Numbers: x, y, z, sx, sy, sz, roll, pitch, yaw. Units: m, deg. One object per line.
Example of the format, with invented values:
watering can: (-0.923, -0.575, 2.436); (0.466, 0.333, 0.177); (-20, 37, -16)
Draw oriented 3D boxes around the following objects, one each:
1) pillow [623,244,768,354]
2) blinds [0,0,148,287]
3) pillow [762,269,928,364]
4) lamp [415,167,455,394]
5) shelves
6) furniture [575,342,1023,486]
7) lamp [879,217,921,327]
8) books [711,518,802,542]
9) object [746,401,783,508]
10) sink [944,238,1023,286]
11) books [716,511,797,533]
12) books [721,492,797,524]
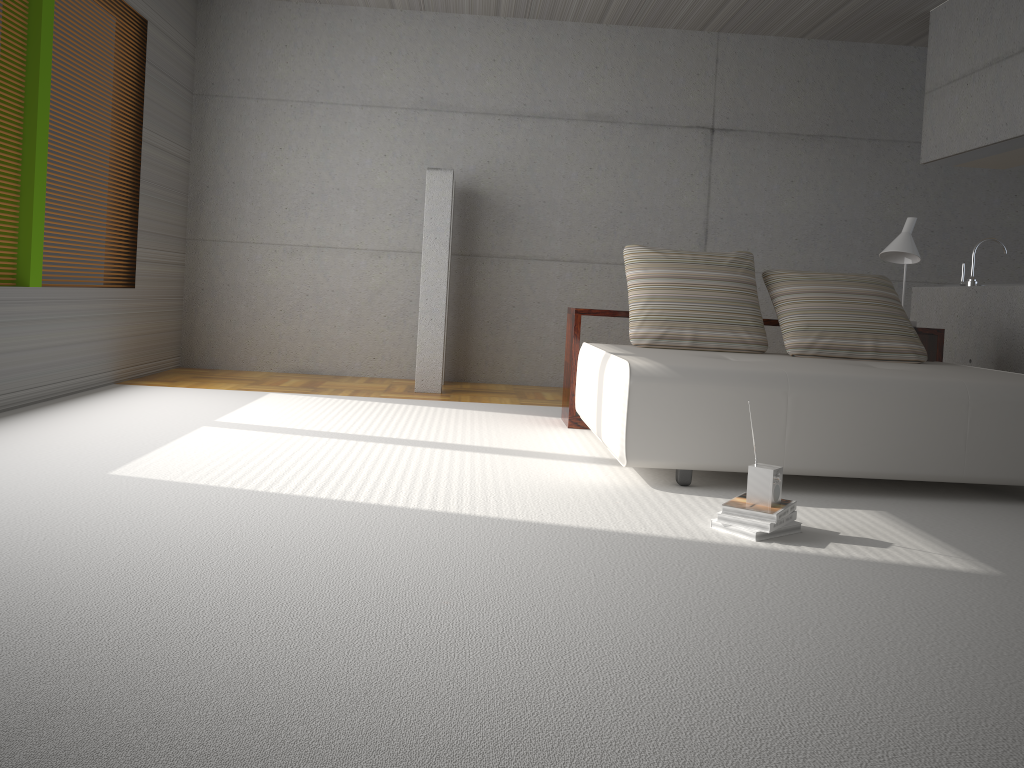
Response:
pillow: (1.068, -0.501, 5.165); (0.800, 0.608, 0.492); (3, 3, -3)
blinds: (-2.692, -1.451, 4.874); (0.012, 2.039, 3.547); (3, 5, -3)
pillow: (1.921, -0.401, 5.154); (0.806, 0.516, 0.580); (3, 4, -2)
lamp: (-0.603, -0.815, 7.032); (0.200, 1.688, 0.800); (3, 2, -3)
shelves: (1.466, -0.055, 5.497); (2.250, 0.714, 0.401); (3, 2, -3)
furniture: (1.491, 0.144, 4.505); (2.168, 0.521, 1.620); (3, 5, -3)
lamp: (2.466, -0.712, 5.557); (0.323, 0.698, 0.245); (2, 2, -21)
books: (0.855, 0.494, 3.089); (0.264, 0.032, 0.190); (-1, 7, -38)
object: (0.858, 0.236, 3.043); (0.090, 0.365, 0.185); (4, 2, 38)
sink: (3.573, -0.714, 5.933); (0.766, 0.538, 1.710); (3, 5, -3)
books: (0.856, 0.462, 3.088); (0.190, 0.032, 0.265); (7, 7, 36)
books: (0.865, 0.430, 3.089); (0.189, 0.032, 0.265); (7, 7, 31)
